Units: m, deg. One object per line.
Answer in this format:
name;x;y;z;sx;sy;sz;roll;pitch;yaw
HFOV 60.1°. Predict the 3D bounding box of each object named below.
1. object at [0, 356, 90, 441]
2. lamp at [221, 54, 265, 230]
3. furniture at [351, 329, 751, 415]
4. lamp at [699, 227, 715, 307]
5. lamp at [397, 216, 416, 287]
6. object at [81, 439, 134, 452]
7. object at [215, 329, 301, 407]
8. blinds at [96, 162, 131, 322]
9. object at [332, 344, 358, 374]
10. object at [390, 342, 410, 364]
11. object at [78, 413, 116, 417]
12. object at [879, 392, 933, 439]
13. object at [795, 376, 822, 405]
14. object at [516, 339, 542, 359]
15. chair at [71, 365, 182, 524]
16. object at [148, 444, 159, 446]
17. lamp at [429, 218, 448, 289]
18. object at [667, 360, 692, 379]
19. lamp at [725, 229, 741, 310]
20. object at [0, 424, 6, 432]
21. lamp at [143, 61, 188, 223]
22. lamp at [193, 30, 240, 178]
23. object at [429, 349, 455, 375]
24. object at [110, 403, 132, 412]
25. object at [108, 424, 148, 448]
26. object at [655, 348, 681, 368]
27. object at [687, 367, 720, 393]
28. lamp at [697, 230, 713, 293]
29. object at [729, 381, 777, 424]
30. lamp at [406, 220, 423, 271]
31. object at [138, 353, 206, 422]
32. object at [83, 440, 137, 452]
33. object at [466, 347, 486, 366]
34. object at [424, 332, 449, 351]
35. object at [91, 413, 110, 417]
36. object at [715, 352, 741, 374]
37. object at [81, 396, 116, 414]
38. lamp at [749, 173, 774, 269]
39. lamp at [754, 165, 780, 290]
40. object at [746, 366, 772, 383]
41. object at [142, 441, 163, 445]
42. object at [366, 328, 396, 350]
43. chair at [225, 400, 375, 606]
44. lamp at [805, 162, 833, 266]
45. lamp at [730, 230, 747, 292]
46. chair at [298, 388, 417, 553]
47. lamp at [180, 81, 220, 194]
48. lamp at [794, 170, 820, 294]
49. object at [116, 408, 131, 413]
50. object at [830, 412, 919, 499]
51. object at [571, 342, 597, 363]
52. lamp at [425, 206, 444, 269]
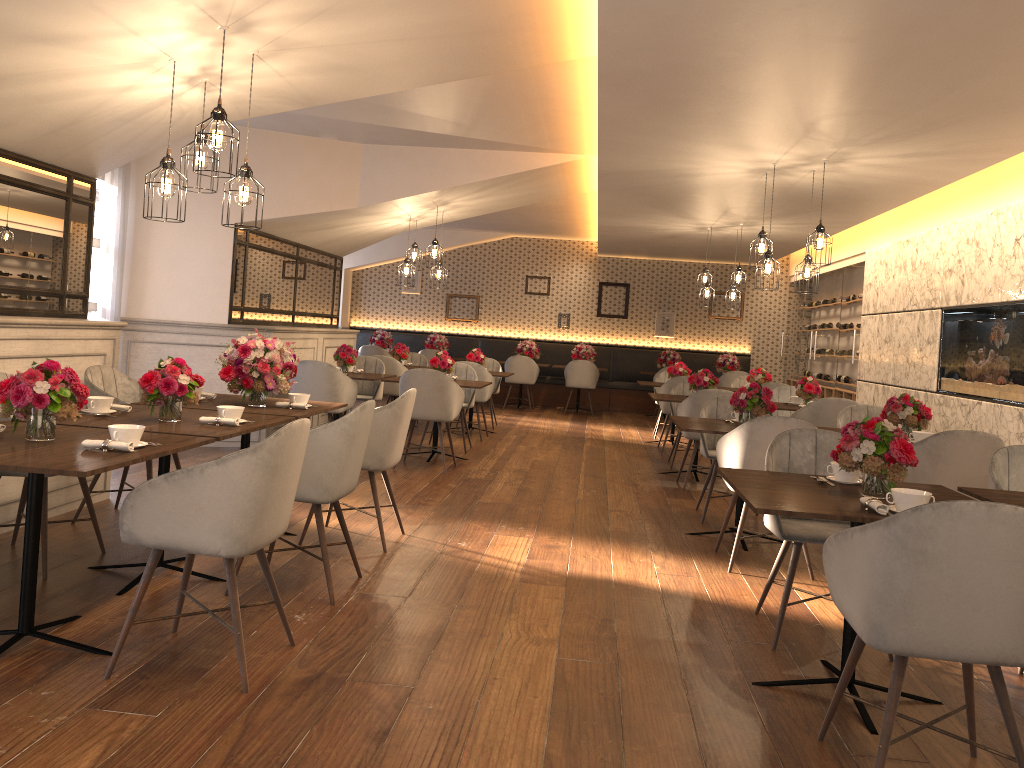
object;-1.668;0.048;3.159;0.304;0.301;0.235;3;2;-37
lamp;-1.228;-1.784;4.249;0.175;2.071;0.175;4;0;7
furniture;0.526;-0.174;15.334;7.090;1.082;0.541;4;1;6
lamp;2.397;-1.956;10.606;0.175;2.071;0.175;4;0;7
lamp;-1.057;-2.070;9.382;0.175;2.071;0.175;4;0;7
object;-1.383;0.210;3.033;0.175;0.039;0.056;4;2;6
object;-1.384;-0.091;4.858;0.419;0.425;0.406;4;2;-6
blinds;-3.438;-0.781;6.983;0.134;2.698;1.381;4;1;5
object;-1.584;-0.245;8.354;0.234;0.301;0.306;3;2;-19
object;-1.360;-0.364;10.665;0.234;0.301;0.306;3;2;-19
object;-1.877;0.139;3.981;0.211;0.004;0.022;4;3;5
object;2.481;0.192;5.570;0.305;0.301;0.234;5;1;27
object;2.731;0.062;8.134;0.234;0.301;0.305;4;2;7
object;0.263;-0.550;14.728;0.419;0.425;0.406;2;2;-41
chair;-2.157;0.344;5.071;0.526;0.872;0.565;4;1;5
object;-1.392;0.215;3.226;0.211;0.004;0.022;4;3;5
lamp;-0.722;-2.053;9.476;0.175;2.071;0.175;4;0;7
object;2.027;-0.137;10.723;0.305;0.301;0.234;3;1;-17
lamp;2.732;-1.938;10.701;0.175;2.071;0.175;4;0;7
object;-1.970;0.155;3.282;0.175;0.039;0.056;4;2;6
lamp;-1.563;-1.801;4.154;0.175;2.071;0.175;4;0;7
lamp;-1.246;-1.960;3.922;0.175;2.071;0.175;4;0;7
object;-0.650;-0.177;8.276;0.234;0.301;0.305;4;2;25
object;-1.884;0.109;4.174;0.175;0.039;0.056;4;2;6
object;-1.371;0.187;3.146;0.148;0.072;0.148;1;4;-42
object;2.565;-0.376;14.417;0.419;0.425;0.406;2;2;-42
object;1.788;-0.010;8.255;0.305;0.301;0.234;3;1;-17
lamp;2.442;-2.166;10.933;0.175;2.071;0.175;4;0;7
object;1.540;0.122;5.690;0.306;0.301;0.234;5;2;38
lamp;-1.013;-2.280;9.709;0.175;2.071;0.175;4;0;7
object;-1.518;0.014;3.965;0.234;0.301;0.305;4;2;25
object;-1.390;0.214;3.068;0.192;0.024;0.025;4;2;6
object;-0.427;-0.295;10.586;0.234;0.301;0.305;4;2;25
object;-1.257;-0.657;14.786;0.419;0.425;0.406;4;2;-6
object;-1.887;0.134;3.946;0.197;0.015;0.043;4;3;2
object;3.499;-0.308;14.338;0.419;0.425;0.406;2;2;-41
object;-1.893;0.098;4.061;0.148;0.072;0.148;1;4;-42
lamp;2.077;-1.971;7.158;0.175;2.071;0.175;4;0;7
lamp;2.033;-1.761;6.831;0.175;2.071;0.175;4;0;7
object;2.967;-0.066;10.600;0.305;0.301;0.234;5;1;27
object;-1.382;0.209;3.261;0.197;0.015;0.043;4;3;2
object;-2.198;-0.726;14.883;0.419;0.425;0.406;2;2;-42
chair;-0.926;0.488;4.026;0.526;0.872;0.565;4;1;5
lamp;2.349;-1.920;6.599;0.175;2.071;0.175;4;0;7
lamp;2.714;-2.115;10.374;0.175;2.071;0.175;4;0;7
chair;-0.836;0.440;4.961;0.526;0.872;0.565;4;1;5
lamp;-1.518;-2.011;4.481;0.175;2.071;0.175;4;0;7
lamp;2.368;-1.744;6.926;0.175;2.071;0.175;4;0;7
object;-1.878;0.119;4.139;0.192;0.024;0.025;4;2;6
object;1.310;0.253;3.175;0.234;0.301;0.306;3;2;-37
object;1.179;-0.478;14.539;0.420;0.425;0.405;4;2;8
lamp;-0.741;-2.229;9.149;0.175;2.071;0.175;4;0;7
